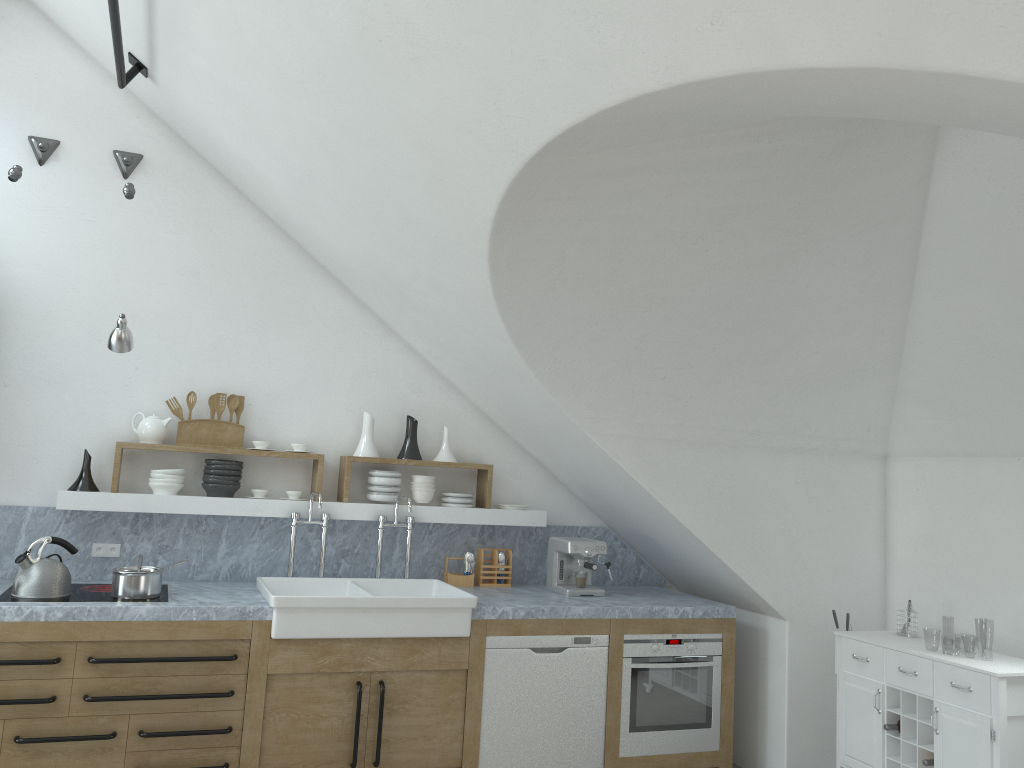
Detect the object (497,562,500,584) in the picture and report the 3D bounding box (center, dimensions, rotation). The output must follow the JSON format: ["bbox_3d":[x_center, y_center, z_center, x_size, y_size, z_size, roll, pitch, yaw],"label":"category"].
[{"bbox_3d":[-0.084,1.140,5.412,0.019,0.179,0.044,7,-8,-24],"label":"object"}]

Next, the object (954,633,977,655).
[{"bbox_3d":[2.181,1.252,4.257,0.093,0.094,0.094,8,-8,-33],"label":"object"}]

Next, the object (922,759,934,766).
[{"bbox_3d":[2.057,1.774,4.166,0.316,0.083,0.081,6,-7,-21],"label":"object"}]

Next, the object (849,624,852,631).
[{"bbox_3d":[1.835,1.435,4.801,0.038,0.263,0.038,2,-8,12],"label":"object"}]

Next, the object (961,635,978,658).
[{"bbox_3d":[2.154,1.239,4.171,0.071,0.099,0.071,3,-7,2],"label":"object"}]

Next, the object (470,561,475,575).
[{"bbox_3d":[-0.242,1.118,5.290,0.019,0.179,0.044,9,-9,-36],"label":"object"}]

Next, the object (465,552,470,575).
[{"bbox_3d":[-0.268,1.108,5.326,0.040,0.193,0.042,1,-8,16],"label":"object"}]

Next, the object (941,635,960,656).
[{"bbox_3d":[2.093,1.248,4.228,0.077,0.085,0.077,8,-8,-33],"label":"object"}]

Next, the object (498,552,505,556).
[{"bbox_3d":[-0.072,1.129,5.423,0.040,0.193,0.042,-1,-9,28],"label":"object"}]

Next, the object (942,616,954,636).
[{"bbox_3d":[2.115,1.214,4.296,0.048,0.170,0.048,8,-9,-33],"label":"object"}]

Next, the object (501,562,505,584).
[{"bbox_3d":[-0.056,1.129,5.388,0.018,0.197,0.020,3,-8,1],"label":"object"}]

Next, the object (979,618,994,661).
[{"bbox_3d":[2.215,1.194,4.134,0.063,0.188,0.063,9,-9,-35],"label":"object"}]

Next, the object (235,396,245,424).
[{"bbox_3d":[-1.553,0.211,5.011,0.057,0.295,0.030,6,-8,-21],"label":"object"}]

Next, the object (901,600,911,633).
[{"bbox_3d":[2.112,1.245,4.748,0.054,0.175,0.039,6,-8,-21],"label":"object"}]

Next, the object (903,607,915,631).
[{"bbox_3d":[2.118,1.260,4.736,0.029,0.137,0.097,6,-8,-18],"label":"object"}]

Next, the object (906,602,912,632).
[{"bbox_3d":[2.110,1.244,4.712,0.024,0.165,0.038,4,-8,-8],"label":"object"}]

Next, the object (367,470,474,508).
[{"bbox_3d":[-0.542,0.632,5.310,0.656,0.197,0.197,6,-7,-21],"label":"object"}]

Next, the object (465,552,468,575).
[{"bbox_3d":[-0.274,1.109,5.310,0.018,0.197,0.020,5,-8,-11],"label":"object"}]

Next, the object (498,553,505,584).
[{"bbox_3d":[-0.065,1.124,5.375,0.040,0.193,0.042,-1,-9,29],"label":"object"}]

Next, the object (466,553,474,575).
[{"bbox_3d":[-0.250,1.104,5.281,0.040,0.193,0.042,1,-8,15],"label":"object"}]

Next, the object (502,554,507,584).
[{"bbox_3d":[-0.048,1.131,5.395,0.022,0.197,0.018,6,-8,-20],"label":"object"}]

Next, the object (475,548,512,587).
[{"bbox_3d":[-0.110,1.117,5.400,0.200,0.224,0.103,6,-8,-21],"label":"object"}]

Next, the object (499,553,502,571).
[{"bbox_3d":[-0.069,1.130,5.404,0.018,0.197,0.023,5,-8,-13],"label":"object"}]

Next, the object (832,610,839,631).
[{"bbox_3d":[1.794,1.375,4.842,0.088,0.270,0.029,-4,-10,42],"label":"object"}]

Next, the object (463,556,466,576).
[{"bbox_3d":[-0.279,1.115,5.281,0.019,0.179,0.044,-2,-9,34],"label":"object"}]

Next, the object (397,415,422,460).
[{"bbox_3d":[-0.607,0.323,5.335,0.156,0.269,0.155,5,-8,-17],"label":"object"}]

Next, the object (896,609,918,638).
[{"bbox_3d":[2.109,1.279,4.732,0.067,0.138,0.101,6,-8,-21],"label":"object"}]

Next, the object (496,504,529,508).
[{"bbox_3d":[0.003,0.767,5.520,0.213,0.025,0.213,7,-7,-33],"label":"object"}]

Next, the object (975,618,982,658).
[{"bbox_3d":[2.222,1.205,4.197,0.054,0.179,0.054,10,-10,-43],"label":"object"}]

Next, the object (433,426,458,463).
[{"bbox_3d":[-0.403,0.369,5.421,0.155,0.219,0.156,9,-9,-39],"label":"object"}]

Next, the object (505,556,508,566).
[{"bbox_3d":[-0.046,1.142,5.413,0.044,0.179,0.019,10,-10,-43],"label":"object"}]

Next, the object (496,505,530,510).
[{"bbox_3d":[0.003,0.775,5.519,0.213,0.025,0.213,7,-7,-33],"label":"object"}]

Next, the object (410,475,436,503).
[{"bbox_3d":[-0.532,0.628,5.288,0.158,0.160,0.153,2,-7,7],"label":"object"}]

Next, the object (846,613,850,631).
[{"bbox_3d":[1.814,1.371,4.791,0.029,0.270,0.088,2,-8,5],"label":"object"}]

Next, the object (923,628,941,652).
[{"bbox_3d":[2.032,1.241,4.289,0.081,0.105,0.081,4,-7,-8],"label":"object"}]

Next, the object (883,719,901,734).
[{"bbox_3d":[1.956,1.684,4.350,0.317,0.085,0.081,5,-7,-20],"label":"object"}]

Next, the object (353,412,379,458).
[{"bbox_3d":[-0.853,0.300,5.245,0.156,0.269,0.156,8,-9,-32],"label":"object"}]

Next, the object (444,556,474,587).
[{"bbox_3d":[-0.315,1.121,5.307,0.172,0.172,0.100,6,-8,-19],"label":"object"}]

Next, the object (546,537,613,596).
[{"bbox_3d":[0.433,1.091,5.275,0.324,0.321,0.385,6,-7,-21],"label":"object"}]

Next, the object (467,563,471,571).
[{"bbox_3d":[-0.258,1.109,5.297,0.018,0.197,0.023,7,-9,-26],"label":"object"}]
